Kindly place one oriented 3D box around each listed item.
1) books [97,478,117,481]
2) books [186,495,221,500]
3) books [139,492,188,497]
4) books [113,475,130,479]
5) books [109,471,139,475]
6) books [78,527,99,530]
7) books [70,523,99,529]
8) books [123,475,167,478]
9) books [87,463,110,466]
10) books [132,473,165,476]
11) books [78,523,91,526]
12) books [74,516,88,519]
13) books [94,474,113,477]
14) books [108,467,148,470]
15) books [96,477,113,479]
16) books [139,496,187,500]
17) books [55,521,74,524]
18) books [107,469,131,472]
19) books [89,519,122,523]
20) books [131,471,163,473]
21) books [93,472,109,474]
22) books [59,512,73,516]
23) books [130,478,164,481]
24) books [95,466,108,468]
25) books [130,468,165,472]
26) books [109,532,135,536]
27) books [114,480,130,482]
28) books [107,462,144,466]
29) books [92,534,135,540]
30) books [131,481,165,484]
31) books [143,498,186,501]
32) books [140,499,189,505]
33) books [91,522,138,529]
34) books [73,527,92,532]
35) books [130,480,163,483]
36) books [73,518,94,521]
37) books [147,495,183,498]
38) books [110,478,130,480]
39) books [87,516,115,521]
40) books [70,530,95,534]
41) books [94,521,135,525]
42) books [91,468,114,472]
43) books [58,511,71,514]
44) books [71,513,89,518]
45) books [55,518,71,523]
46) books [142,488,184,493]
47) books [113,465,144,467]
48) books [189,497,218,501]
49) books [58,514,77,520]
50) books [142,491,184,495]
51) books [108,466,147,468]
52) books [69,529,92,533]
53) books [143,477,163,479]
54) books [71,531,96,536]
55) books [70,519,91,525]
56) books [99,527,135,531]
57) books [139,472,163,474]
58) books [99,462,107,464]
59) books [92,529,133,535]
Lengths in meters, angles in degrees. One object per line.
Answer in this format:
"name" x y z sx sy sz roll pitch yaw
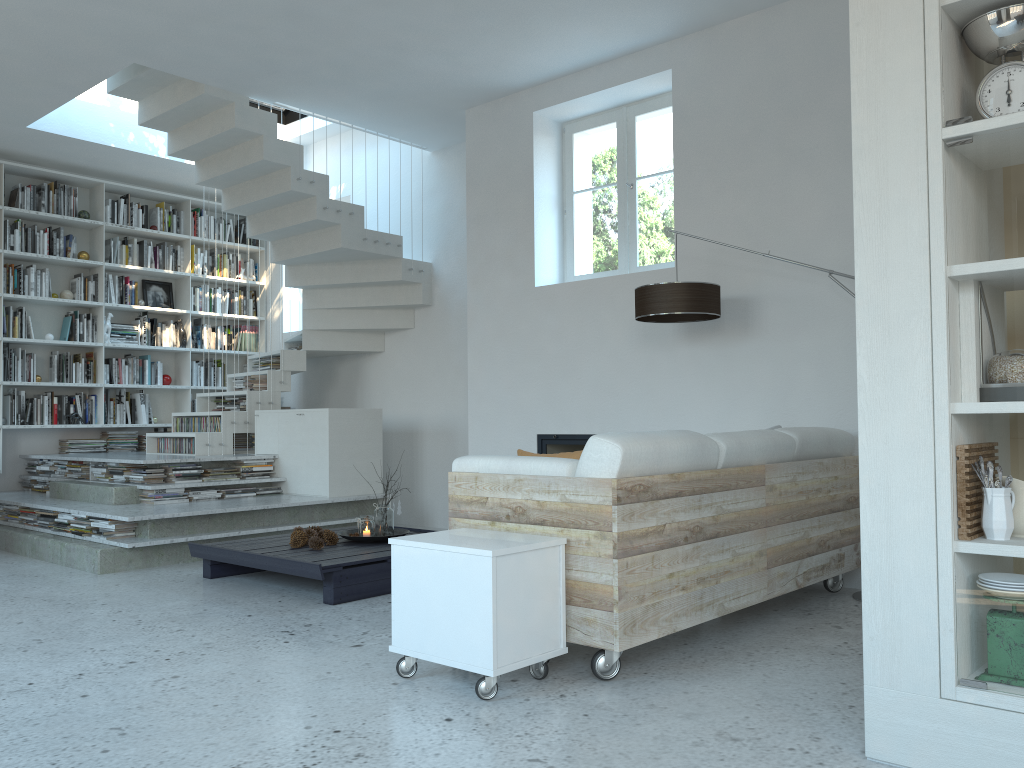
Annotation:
"books" -3.105 0.737 6.871 0.132 0.016 0.262 2 -3 -43
"books" -2.300 0.832 6.553 0.169 0.019 0.232 -2 -3 37
"books" -2.495 0.789 6.346 0.159 0.012 0.292 -3 -3 45
"books" -2.879 0.693 6.668 0.189 0.028 0.155 -3 -3 43
"books" -2.885 0.665 6.662 0.230 0.026 0.177 -3 -3 42
"books" -2.773 0.951 5.909 0.196 0.014 0.154 -3 -3 42
"books" -2.787 0.936 5.894 0.246 0.015 0.191 -3 -3 43
"books" -2.680 0.672 6.475 0.297 0.014 0.185 -3 -3 41
"books" -3.125 0.624 6.854 0.256 0.014 0.192 -2 -3 38
"books" -2.664 0.660 6.494 0.242 0.012 0.137 -3 -3 43
"books" -2.778 0.927 5.903 0.150 0.004 0.290 2 -3 -44
"books" -2.787 0.878 5.896 0.178 0.010 0.196 2 -3 -43
"books" -3.111 0.704 6.866 0.192 0.024 0.167 -3 -3 43
"books" -2.887 0.631 6.661 0.281 0.013 0.168 -3 -3 39
"books" -3.100 0.723 6.879 0.258 0.013 0.136 -3 -3 42
"books" -2.496 0.816 6.347 0.159 0.008 0.285 -3 -3 40
"books" -3.008 0.944 6.097 0.260 0.007 0.171 -3 -3 45
"books" -2.889 0.648 6.659 0.250 0.009 0.187 -3 -3 42
"books" -2.560 0.868 5.694 0.266 0.010 0.176 -2 -3 38
"books" -2.667 0.639 6.491 0.132 0.009 0.269 2 -3 -44
"books" -3.119 0.684 6.858 0.178 0.015 0.187 2 -3 -43
"books" -3.002 0.890 6.107 0.139 0.013 0.288 2 -3 -43
"books" -2.671 0.692 6.485 0.208 0.015 0.152 -3 -3 39
"books" -3.109 0.640 6.871 0.208 0.017 0.145 -2 -3 37
"books" -2.670 0.627 6.489 0.228 0.014 0.149 -3 -3 40
"books" -2.538 0.960 5.714 0.205 0.014 0.132 -3 -3 42
"books" -2.880 0.724 6.666 0.142 0.020 0.231 2 -3 -43
"books" -2.897 0.599 6.652 0.189 0.022 0.237 2 -3 -43
"books" -2.558 0.975 5.691 0.230 0.017 0.184 -3 -3 44
"books" -2.664 0.718 6.491 0.249 0.009 0.144 -3 -3 42
"books" -2.496 0.823 6.347 0.164 0.006 0.264 -3 -3 43
"books" -2.481 0.837 6.333 0.200 0.023 0.262 -3 -3 40
"books" -2.555 0.902 5.698 0.287 0.027 0.156 -2 -3 37
"books" -2.778 0.961 5.902 0.268 0.006 0.170 -3 -3 42
"books" -2.675 0.706 6.480 0.161 0.014 0.212 2 -3 -44
"books" -2.781 0.894 5.902 0.251 0.006 0.175 -3 -3 42
"books" -2.492 0.801 6.343 0.210 0.012 0.168 2 -3 -44
"books" -2.882 0.710 6.663 0.292 0.007 0.154 -3 -3 45
"books" -2.565 0.856 5.689 0.256 0.014 0.192 -2 -3 38
"books" -2.784 0.974 5.895 0.276 0.009 0.178 -3 -3 40
"books" -2.555 0.881 5.698 0.165 0.015 0.243 2 -3 -44
"books" -3.116 0.662 6.863 0.250 0.029 0.174 -3 -3 40
"books" -3.002 0.876 6.107 0.215 0.014 0.157 -3 -3 44
"books" -2.788 0.865 5.896 0.256 0.016 0.182 -3 -3 45
"books" -3.010 0.932 6.096 0.182 0.017 0.180 -3 -3 39
"books" -2.494 0.760 6.346 0.157 0.025 0.234 -2 -3 37
"books" -2.887 0.614 6.662 0.208 0.008 0.170 -3 -3 45
"books" -2.311 0.849 6.562 0.152 0.015 0.208 -3 -3 40
"books" -3.001 0.910 6.108 0.222 0.028 0.141 -2 -3 37
"books" -2.504 0.778 6.355 0.257 0.010 0.132 2 -3 -44
"books" -2.887 0.621 6.662 0.260 0.007 0.171 -3 -3 40
"books" -2.788 0.967 5.891 0.275 0.006 0.191 -3 -3 44
"books" -2.667 0.682 6.490 0.134 0.006 0.227 2 -3 -44
"books" -2.791 0.986 5.887 0.191 0.016 0.209 2 -3 -43
"books" -2.786 0.912 5.896 0.281 0.013 0.168 -2 -3 37
"books" -2.541 0.926 5.712 0.224 0.019 0.137 -3 -3 43
"books" -2.650 0.649 6.511 0.190 0.011 0.091 -3 -3 40
"books" -3.105 0.610 6.877 0.134 0.014 0.181 2 -3 -43
"books" -2.562 0.943 5.688 0.187 0.017 0.205 2 -3 -43
